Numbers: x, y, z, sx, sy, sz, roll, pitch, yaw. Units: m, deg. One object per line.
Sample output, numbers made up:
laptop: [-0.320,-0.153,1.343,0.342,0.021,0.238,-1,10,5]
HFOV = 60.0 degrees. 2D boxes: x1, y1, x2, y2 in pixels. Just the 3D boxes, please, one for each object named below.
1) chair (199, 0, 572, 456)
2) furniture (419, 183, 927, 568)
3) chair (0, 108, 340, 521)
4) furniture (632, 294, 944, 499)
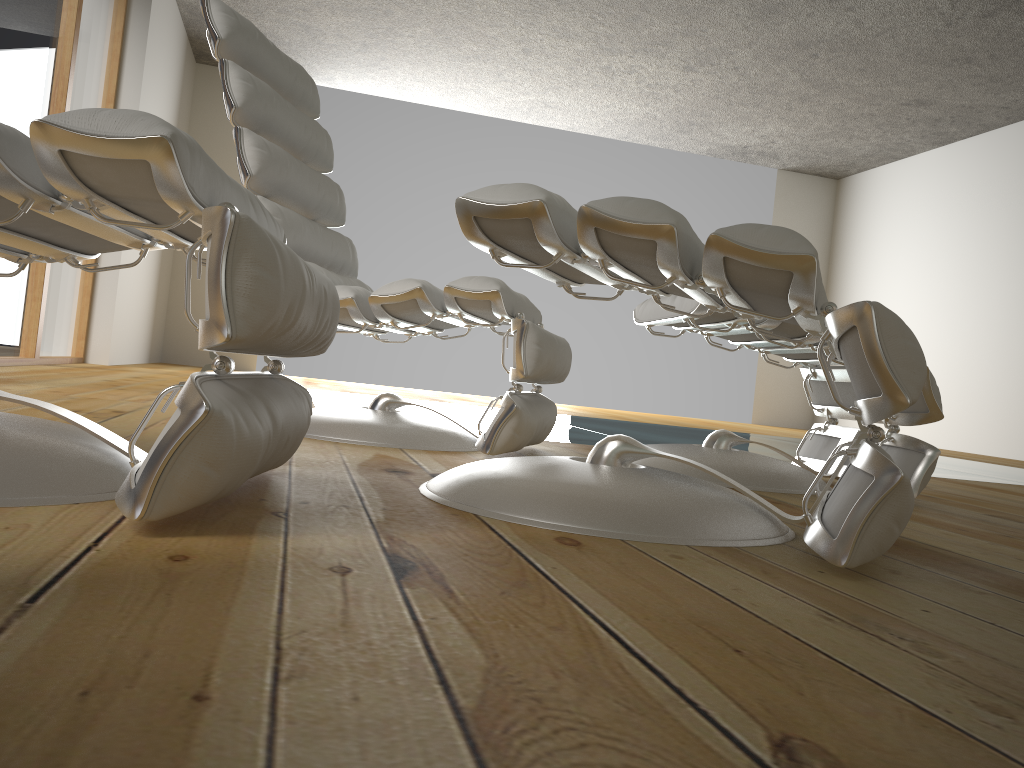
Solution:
chair: [-0.296,-0.356,2.183,0.914,0.969,0.569,6,-1,11]
furniture: [0.222,-0.028,1.302,0.687,0.440,0.569,6,0,21]
chair: [-0.653,-0.389,1.045,0.913,0.969,0.569,6,-1,-4]
furniture: [0.569,0.005,2.122,0.685,0.440,0.569,6,0,-7]
